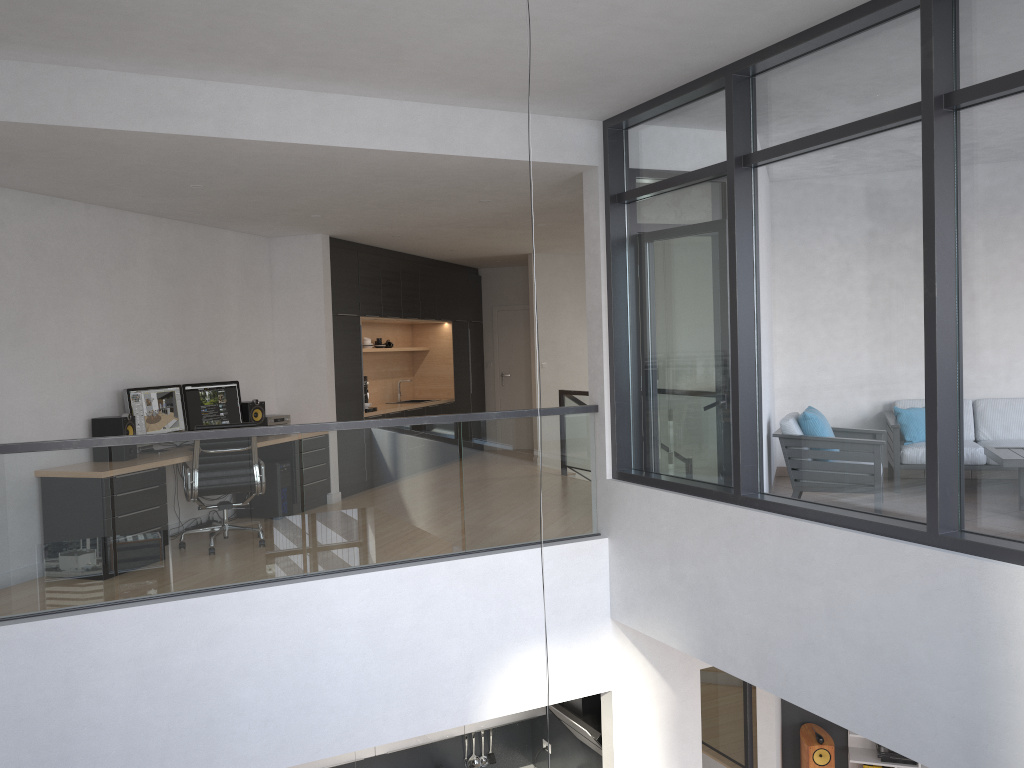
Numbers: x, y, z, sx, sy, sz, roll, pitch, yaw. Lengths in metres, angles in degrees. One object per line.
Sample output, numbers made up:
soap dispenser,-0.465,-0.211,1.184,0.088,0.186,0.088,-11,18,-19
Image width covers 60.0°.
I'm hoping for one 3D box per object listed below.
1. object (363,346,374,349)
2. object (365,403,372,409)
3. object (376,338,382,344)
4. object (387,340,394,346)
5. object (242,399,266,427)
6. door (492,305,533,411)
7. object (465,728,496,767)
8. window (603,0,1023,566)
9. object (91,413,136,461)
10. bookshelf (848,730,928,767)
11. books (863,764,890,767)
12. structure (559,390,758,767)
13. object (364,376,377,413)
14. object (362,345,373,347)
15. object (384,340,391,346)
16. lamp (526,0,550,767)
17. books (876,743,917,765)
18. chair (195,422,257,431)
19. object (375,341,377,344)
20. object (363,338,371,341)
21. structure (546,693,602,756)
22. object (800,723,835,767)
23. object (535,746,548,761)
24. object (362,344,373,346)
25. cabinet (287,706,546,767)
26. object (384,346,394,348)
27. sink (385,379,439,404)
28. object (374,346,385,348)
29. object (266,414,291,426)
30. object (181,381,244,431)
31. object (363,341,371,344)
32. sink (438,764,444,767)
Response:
object,-1.725,-0.436,10.581,0.145,0.025,0.145,-2,2,5
object,-1.621,0.242,9.851,0.099,0.057,0.095,-1,2,21
object,-1.634,-0.519,10.920,0.066,0.092,0.084,-2,2,-13
object,-1.551,-0.517,11.238,0.100,0.093,0.066,-1,3,28
object,-2.479,0.318,8.365,0.249,0.354,0.198,0,3,33
door,0.205,-0.090,13.010,0.974,2.136,0.085,-1,2,18
object,-0.307,3.369,8.234,0.320,0.389,0.069,-3,3,-25
window,1.839,-0.506,3.774,0.170,2.402,5.002,-3,3,-27
object,-3.011,0.400,6.729,0.249,0.354,0.198,-2,2,3
bookshelf,4.647,3.367,8.008,3.000,2.052,0.455,-1,2,18
books,3.505,3.658,8.527,0.234,0.024,0.171,-1,2,22
structure,2.346,2.198,10.032,2.823,4.339,4.190,-3,3,-27
object,-1.762,0.107,10.072,0.584,0.398,0.618,-1,2,19
object,-1.726,-0.447,10.583,0.145,0.025,0.145,-2,2,5
object,-1.578,-0.508,11.181,0.100,0.093,0.066,0,3,33
lamp,0.104,0.641,2.898,1.000,4.513,1.000,-3,3,-25
books,3.651,3.487,8.443,0.343,0.137,0.277,-1,2,18
chair,-2.325,0.795,7.074,0.664,0.991,0.699,-3,2,-21
object,-1.671,-0.490,11.068,0.084,0.092,0.066,-1,3,25
object,-1.728,-0.518,10.578,0.098,0.075,0.095,0,3,30
structure,0.583,2.544,7.188,0.407,0.998,0.898,-3,3,-27
object,2.952,3.878,8.612,0.290,1.088,0.434,-2,2,3
object,0.354,3.520,7.930,0.179,0.318,0.590,-3,2,-20
object,-1.726,-0.460,10.580,0.145,0.025,0.145,-2,2,5
cabinet,-1.375,3.393,6.398,4.694,2.501,2.402,-3,3,-27
object,-1.565,-0.466,11.206,0.145,0.025,0.145,-1,2,21
sink,-1.275,0.199,11.526,0.512,0.518,0.626,-1,2,18
object,-1.630,-0.453,10.929,0.145,0.025,0.145,0,3,32
object,-2.338,0.394,8.595,0.270,0.174,0.285,0,3,33
object,-2.677,0.253,7.901,0.190,0.535,0.716,-1,2,23
object,-1.729,-0.485,10.583,0.095,0.057,0.099,-2,2,-9
sink,-0.555,3.679,7.818,0.626,0.518,0.512,-3,3,-27
